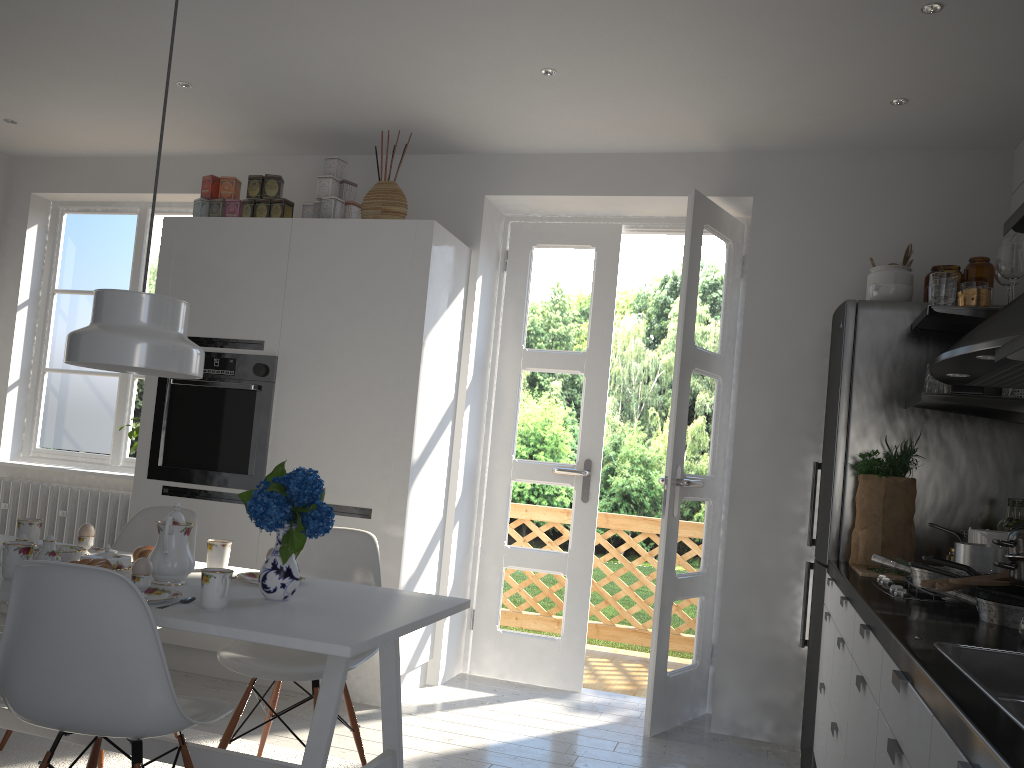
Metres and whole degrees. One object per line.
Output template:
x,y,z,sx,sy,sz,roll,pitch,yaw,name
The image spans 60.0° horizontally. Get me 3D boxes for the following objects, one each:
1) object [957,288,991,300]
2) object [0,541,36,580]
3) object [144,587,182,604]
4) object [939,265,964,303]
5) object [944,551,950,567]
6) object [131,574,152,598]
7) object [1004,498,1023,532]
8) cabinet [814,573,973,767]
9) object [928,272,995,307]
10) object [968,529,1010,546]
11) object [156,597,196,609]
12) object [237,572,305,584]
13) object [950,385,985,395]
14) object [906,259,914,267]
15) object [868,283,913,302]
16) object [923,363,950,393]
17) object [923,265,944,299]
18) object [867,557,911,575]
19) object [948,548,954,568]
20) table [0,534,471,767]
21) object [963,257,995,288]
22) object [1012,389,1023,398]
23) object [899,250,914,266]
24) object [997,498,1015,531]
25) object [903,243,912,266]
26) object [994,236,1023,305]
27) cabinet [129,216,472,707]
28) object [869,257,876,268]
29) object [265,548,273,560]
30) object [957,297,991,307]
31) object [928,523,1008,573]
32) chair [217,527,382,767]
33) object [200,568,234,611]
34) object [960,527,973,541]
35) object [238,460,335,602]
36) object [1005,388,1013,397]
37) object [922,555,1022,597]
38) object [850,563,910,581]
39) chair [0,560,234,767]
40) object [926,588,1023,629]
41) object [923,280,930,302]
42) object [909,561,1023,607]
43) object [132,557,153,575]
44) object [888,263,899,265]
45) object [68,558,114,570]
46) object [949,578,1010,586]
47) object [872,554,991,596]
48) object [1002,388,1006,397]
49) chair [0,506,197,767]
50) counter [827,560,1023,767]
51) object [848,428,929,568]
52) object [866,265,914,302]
1.519,-0.281,2.917,0.099,0.048,0.100,1,-6,39,object
-1.304,0.464,2.322,0.091,0.095,0.078,8,-5,-37,object
-0.929,0.528,2.208,0.200,0.016,0.201,3,-5,21,object
1.613,-0.356,3.272,0.093,0.153,0.093,3,-4,39,object
1.489,0.610,3.003,0.046,0.084,0.046,6,-3,-6,object
-0.926,0.502,2.210,0.048,0.057,0.048,8,-4,-33,object
1.626,0.511,2.862,0.082,0.281,0.090,4,-3,16,object
0.977,0.922,1.565,0.662,0.793,3.249,4,-5,16,cabinet
1.539,-0.295,3.057,0.228,0.134,0.190,5,-4,7,object
1.518,0.541,2.687,0.247,0.175,0.247,8,-5,-33,object
-0.826,0.537,2.176,0.032,0.011,0.140,4,-5,19,object
-0.723,0.587,2.661,0.200,0.016,0.201,3,-5,21,object
1.499,-0.019,2.915,0.100,0.122,0.100,3,-4,26,object
1.567,-0.386,3.565,0.114,0.246,0.050,6,-3,-19,object
1.447,-0.340,3.374,0.172,0.110,0.159,4,-4,11,object
1.454,-0.011,3.030,0.086,0.119,0.086,4,-4,13,object
1.739,-0.356,3.595,0.117,0.236,0.118,2,-4,41,object
1.221,0.586,2.856,0.141,0.053,0.277,2,-6,32,object
1.472,0.591,2.905,0.078,0.101,0.078,6,-4,-17,object
-1.139,0.876,2.523,1.824,0.659,0.816,4,-4,16,table
1.721,-0.366,3.273,0.097,0.194,0.097,4,-3,16,object
1.668,0.003,2.858,0.083,0.100,0.109,5,-4,5,object
1.547,-0.406,3.602,0.141,0.289,0.064,6,-3,-10,object
1.653,0.520,2.939,0.066,0.282,0.066,5,-3,11,object
1.565,-0.410,3.559,0.056,0.295,0.131,5,-3,-4,object
1.710,-0.345,2.942,0.205,0.244,0.193,4,-4,14,object
-1.021,0.317,4.207,1.376,2.092,0.514,4,-3,16,cabinet
1.519,-0.390,3.647,0.149,0.262,0.054,6,-3,-9,object
-0.717,0.523,2.664,0.048,0.063,0.048,4,-4,20,object
1.517,-0.259,2.914,0.100,0.036,0.100,2,-6,36,object
1.324,0.496,2.578,0.200,0.153,0.348,8,-5,-34,object
-0.669,0.878,2.853,0.464,0.799,0.544,5,-4,10,chair
-0.721,0.504,2.171,0.091,0.095,0.078,5,-4,10,object
1.524,0.565,2.956,0.059,0.172,0.059,7,-3,-24,object
-0.605,0.394,2.395,0.236,0.376,0.266,4,-4,18,object
1.691,0.012,2.938,0.083,0.100,0.109,5,-4,5,object
1.101,0.446,1.957,0.355,0.080,0.247,3,-5,24,object
1.220,0.609,2.850,0.220,0.012,0.331,4,-5,16,object
-0.914,0.783,2.035,0.465,0.799,0.544,5,-4,5,chair
1.127,0.500,1.981,0.232,0.060,0.352,6,-5,-5,object
1.678,-0.331,3.479,0.113,0.154,0.113,2,-5,45,object
1.104,0.461,1.969,0.244,0.082,0.347,8,-6,-32,object
-0.923,0.464,2.211,0.048,0.063,0.048,4,-4,20,object
1.539,-0.384,3.634,0.117,0.250,0.061,8,-4,-44,object
-1.128,0.494,2.358,0.160,0.057,0.124,2,-5,31,object
1.077,0.441,1.943,0.336,0.021,0.065,7,-5,-20,object
1.140,0.504,2.334,0.232,0.060,0.352,6,-5,-5,object
1.734,0.025,3.032,0.108,0.100,0.083,6,-4,-15,object
-1.379,0.831,3.057,0.464,0.799,0.544,4,-4,15,chair
1.021,0.507,1.584,0.650,0.045,3.250,4,-5,16,counter
1.324,0.404,3.118,0.282,0.508,0.174,5,-3,3,object
1.533,-0.362,3.601,0.174,0.208,0.174,5,-4,12,object
